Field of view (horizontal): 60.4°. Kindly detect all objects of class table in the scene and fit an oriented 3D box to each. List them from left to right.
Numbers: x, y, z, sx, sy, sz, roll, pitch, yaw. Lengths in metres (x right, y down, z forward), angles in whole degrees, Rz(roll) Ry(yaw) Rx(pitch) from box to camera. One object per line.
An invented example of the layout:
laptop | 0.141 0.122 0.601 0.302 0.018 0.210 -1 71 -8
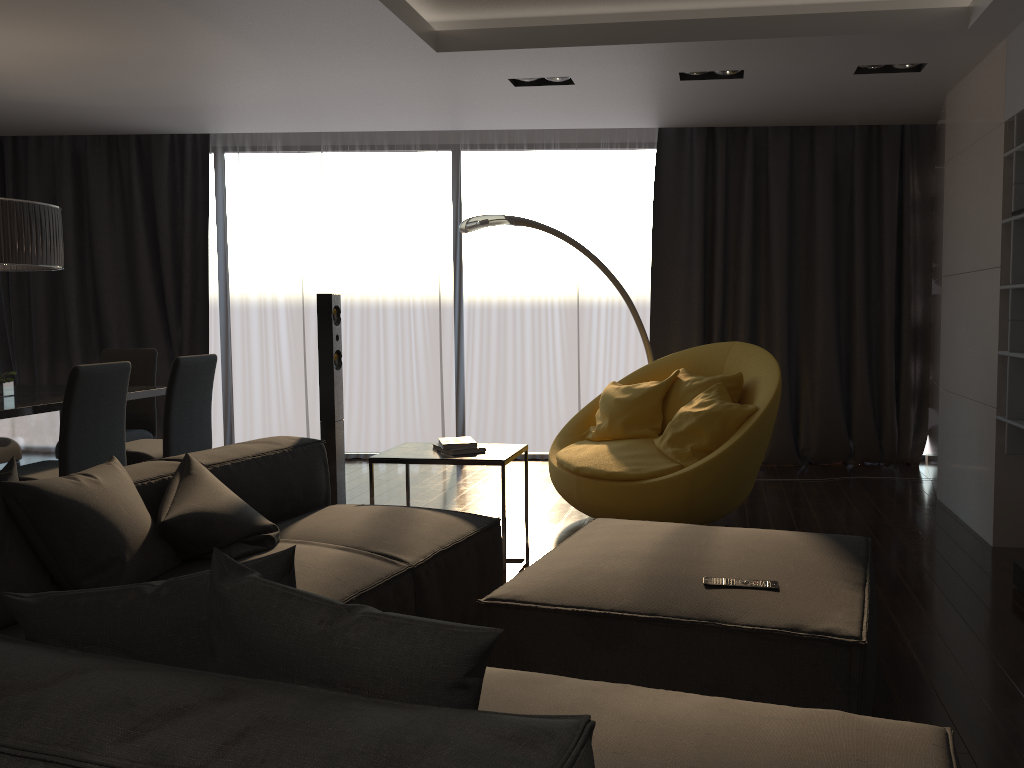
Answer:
table | -2.640 0.453 4.406 1.022 0.759 1.632 1 5 12
table | -0.267 0.580 3.982 0.591 0.562 0.458 0 4 10

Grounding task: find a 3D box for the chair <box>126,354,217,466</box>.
chair | -1.901 0.328 4.652 0.563 0.964 0.435 0 4 10

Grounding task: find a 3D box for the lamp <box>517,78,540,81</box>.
lamp | 0.084 -1.779 5.055 0.175 0.077 0.178 0 5 6

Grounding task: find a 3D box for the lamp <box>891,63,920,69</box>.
lamp | 2.148 -1.763 4.783 0.170 0.077 0.183 2 5 23

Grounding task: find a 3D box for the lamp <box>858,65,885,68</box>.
lamp | 1.972 -1.764 4.806 0.169 0.077 0.185 2 5 30

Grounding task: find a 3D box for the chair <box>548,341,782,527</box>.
chair | 0.843 0.274 4.961 1.183 1.005 1.457 -2 5 -22

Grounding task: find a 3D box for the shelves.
shelves | 2.352 -0.393 3.347 0.372 1.599 1.959 0 5 13

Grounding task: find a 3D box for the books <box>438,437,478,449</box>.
books | -0.246 0.265 3.969 0.159 0.022 0.200 -1 5 -13

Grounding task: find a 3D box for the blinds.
blinds | -0.575 -0.807 6.762 7.485 2.892 0.749 0 4 0

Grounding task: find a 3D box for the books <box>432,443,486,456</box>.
books | -0.240 0.288 3.958 0.171 0.023 0.221 -3 5 -29

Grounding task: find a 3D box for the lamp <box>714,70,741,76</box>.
lamp | 1.203 -1.770 4.908 0.170 0.077 0.183 2 5 23

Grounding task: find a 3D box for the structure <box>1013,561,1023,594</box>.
structure | 2.041 0.100 2.274 0.471 1.765 2.940 0 5 13

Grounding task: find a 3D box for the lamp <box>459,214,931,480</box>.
lamp | 1.776 -0.206 6.051 4.338 1.778 0.568 -1 4 -13

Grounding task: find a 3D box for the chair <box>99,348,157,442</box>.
chair | -2.440 0.281 5.250 0.420 0.964 0.582 0 4 11

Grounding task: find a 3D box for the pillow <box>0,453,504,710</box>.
pillow | -0.915 0.424 1.921 1.105 0.430 2.008 -2 5 -26

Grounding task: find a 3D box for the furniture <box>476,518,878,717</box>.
furniture | 0.597 0.730 2.810 1.057 0.439 1.135 1 5 21

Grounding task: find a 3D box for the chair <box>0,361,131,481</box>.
chair | -2.067 0.386 3.959 0.563 0.964 0.435 0 4 10

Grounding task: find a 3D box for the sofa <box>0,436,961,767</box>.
sofa | -0.303 0.648 2.256 2.644 0.703 2.571 2 5 20

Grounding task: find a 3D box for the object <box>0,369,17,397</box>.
object | -2.736 -0.169 4.275 0.306 0.501 0.582 0 4 9

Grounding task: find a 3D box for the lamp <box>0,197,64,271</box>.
lamp | -2.676 -1.122 4.281 0.765 1.102 0.843 3 5 35

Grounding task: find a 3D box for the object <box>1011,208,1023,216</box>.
object | 2.444 -0.888 3.955 0.280 0.227 0.290 0 5 11

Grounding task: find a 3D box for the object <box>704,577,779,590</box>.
object | 0.641 0.558 2.462 0.205 0.015 0.052 0 5 8

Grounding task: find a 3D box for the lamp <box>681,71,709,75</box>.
lamp | 1.027 -1.772 4.931 0.169 0.077 0.185 2 5 30

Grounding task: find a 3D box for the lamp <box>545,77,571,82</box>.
lamp | 0.260 -1.778 5.033 0.170 0.077 0.183 2 5 23
